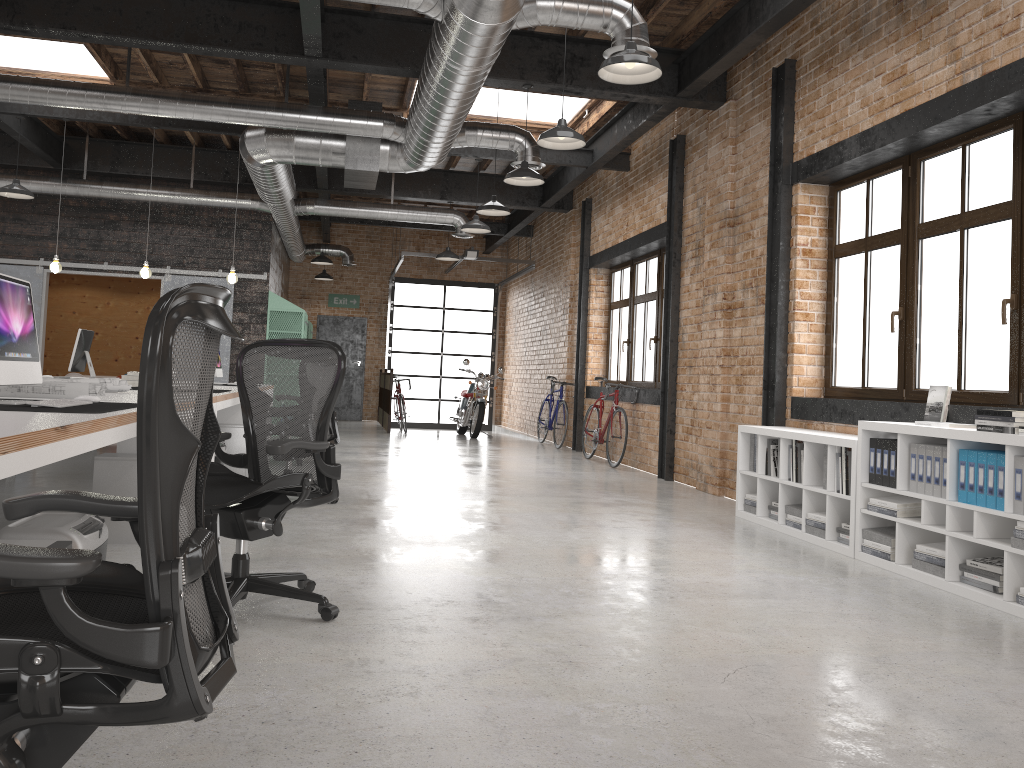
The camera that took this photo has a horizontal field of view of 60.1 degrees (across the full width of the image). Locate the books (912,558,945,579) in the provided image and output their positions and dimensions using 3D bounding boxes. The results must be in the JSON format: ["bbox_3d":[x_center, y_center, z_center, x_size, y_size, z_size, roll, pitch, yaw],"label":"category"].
[{"bbox_3d":[2.251,0.945,4.572,0.217,0.072,0.289,3,0,-11],"label":"books"}]

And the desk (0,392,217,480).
[{"bbox_3d":[-2.482,0.443,2.744,2.311,0.771,5.106,3,0,-11],"label":"desk"}]

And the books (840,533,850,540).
[{"bbox_3d":[2.101,0.915,5.296,0.163,0.047,0.239,2,0,-11],"label":"books"}]

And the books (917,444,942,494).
[{"bbox_3d":[2.274,0.454,4.703,0.232,0.262,0.062,3,-3,-11],"label":"books"}]

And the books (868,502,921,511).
[{"bbox_3d":[2.166,0.677,4.951,0.219,0.034,0.259,2,0,-11],"label":"books"}]

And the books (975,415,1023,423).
[{"bbox_3d":[2.378,0.167,4.197,0.211,0.023,0.258,2,0,-11],"label":"books"}]

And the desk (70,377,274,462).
[{"bbox_3d":[-3.479,0.380,7.761,2.311,0.771,5.106,3,0,-11],"label":"desk"}]

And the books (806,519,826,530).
[{"bbox_3d":[2.022,0.880,5.604,0.206,0.067,0.275,3,0,-11],"label":"books"}]

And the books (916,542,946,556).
[{"bbox_3d":[2.255,0.850,4.557,0.214,0.052,0.252,2,0,-11],"label":"books"}]

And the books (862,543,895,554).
[{"bbox_3d":[2.147,0.917,4.986,0.219,0.034,0.259,2,0,-11],"label":"books"}]

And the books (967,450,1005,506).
[{"bbox_3d":[2.339,0.458,4.312,0.232,0.262,0.062,3,-3,-11],"label":"books"}]

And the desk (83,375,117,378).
[{"bbox_3d":[-6.152,0.257,14.553,1.998,0.733,0.997,3,-1,-11],"label":"desk"}]

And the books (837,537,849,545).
[{"bbox_3d":[2.104,0.945,5.309,0.184,0.050,0.261,2,0,-11],"label":"books"}]

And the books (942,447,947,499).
[{"bbox_3d":[2.312,0.456,4.512,0.232,0.262,0.062,3,-3,-11],"label":"books"}]

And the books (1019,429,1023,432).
[{"bbox_3d":[2.423,0.216,3.930,0.187,0.014,0.248,2,0,-13],"label":"books"}]

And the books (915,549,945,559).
[{"bbox_3d":[2.254,0.868,4.560,0.219,0.039,0.260,2,0,-11],"label":"books"}]

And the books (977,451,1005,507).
[{"bbox_3d":[2.351,0.459,4.248,0.232,0.262,0.062,3,-3,-11],"label":"books"}]

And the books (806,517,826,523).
[{"bbox_3d":[2.028,0.854,5.598,0.219,0.039,0.260,2,0,-11],"label":"books"}]

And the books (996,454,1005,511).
[{"bbox_3d":[2.376,0.460,4.121,0.232,0.262,0.062,3,-3,-11],"label":"books"}]

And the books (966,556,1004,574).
[{"bbox_3d":[2.351,0.869,4.252,0.198,0.055,0.239,2,0,-11],"label":"books"}]

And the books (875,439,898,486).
[{"bbox_3d":[2.198,0.449,5.056,0.232,0.262,0.062,3,-3,-11],"label":"books"}]

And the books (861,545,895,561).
[{"bbox_3d":[2.141,0.943,4.993,0.206,0.061,0.274,2,0,-11],"label":"books"}]

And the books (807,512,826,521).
[{"bbox_3d":[2.029,0.836,5.595,0.214,0.052,0.252,2,0,-11],"label":"books"}]

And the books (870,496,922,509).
[{"bbox_3d":[2.167,0.659,4.947,0.214,0.046,0.251,2,0,-11],"label":"books"}]

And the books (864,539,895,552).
[{"bbox_3d":[2.148,0.899,4.983,0.214,0.046,0.251,2,0,-11],"label":"books"}]

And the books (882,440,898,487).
[{"bbox_3d":[2.210,0.450,4.993,0.232,0.262,0.062,3,-3,-11],"label":"books"}]

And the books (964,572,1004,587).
[{"bbox_3d":[2.326,0.929,4.258,0.163,0.047,0.239,2,0,-11],"label":"books"}]

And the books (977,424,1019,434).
[{"bbox_3d":[2.374,0.218,4.194,0.191,0.032,0.258,2,0,-9],"label":"books"}]

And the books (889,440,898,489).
[{"bbox_3d":[2.223,0.450,4.929,0.232,0.262,0.062,3,-3,-11],"label":"books"}]

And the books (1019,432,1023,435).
[{"bbox_3d":[2.422,0.230,3.925,0.187,0.014,0.253,2,0,-11],"label":"books"}]

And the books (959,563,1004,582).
[{"bbox_3d":[2.349,0.902,4.276,0.222,0.055,0.282,2,0,-11],"label":"books"}]

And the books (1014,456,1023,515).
[{"bbox_3d":[2.397,0.462,4.017,0.232,0.262,0.062,3,-3,-11],"label":"books"}]

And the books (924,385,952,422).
[{"bbox_3d":[2.443,0.120,5.085,0.065,0.224,0.160,3,-2,-11],"label":"books"}]

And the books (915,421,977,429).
[{"bbox_3d":[2.311,0.218,4.719,0.174,0.021,0.273,2,0,-11],"label":"books"}]

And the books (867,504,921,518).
[{"bbox_3d":[2.161,0.703,4.957,0.206,0.061,0.274,2,0,-11],"label":"books"}]

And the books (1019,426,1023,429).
[{"bbox_3d":[2.431,0.204,3.930,0.202,0.012,0.251,2,0,-10],"label":"books"}]

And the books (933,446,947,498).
[{"bbox_3d":[2.299,0.455,4.576,0.232,0.262,0.062,3,-3,-11],"label":"books"}]

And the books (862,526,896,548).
[{"bbox_3d":[2.150,0.863,5.003,0.217,0.078,0.291,3,0,-11],"label":"books"}]

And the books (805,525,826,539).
[{"bbox_3d":[2.025,0.932,5.610,0.217,0.072,0.289,3,0,-11],"label":"books"}]

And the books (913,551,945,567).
[{"bbox_3d":[2.248,0.894,4.566,0.206,0.067,0.275,3,0,-11],"label":"books"}]

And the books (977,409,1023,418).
[{"bbox_3d":[2.374,0.142,4.207,0.190,0.028,0.239,2,0,-9],"label":"books"}]

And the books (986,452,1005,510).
[{"bbox_3d":[2.364,0.460,4.185,0.232,0.262,0.062,3,-3,-11],"label":"books"}]

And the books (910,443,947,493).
[{"bbox_3d":[2.262,0.453,4.765,0.232,0.262,0.062,3,-3,-11],"label":"books"}]

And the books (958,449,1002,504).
[{"bbox_3d":[2.326,0.457,4.374,0.232,0.262,0.062,3,-3,-11],"label":"books"}]

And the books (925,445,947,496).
[{"bbox_3d":[2.287,0.454,4.640,0.232,0.262,0.062,3,-3,-11],"label":"books"}]

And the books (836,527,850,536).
[{"bbox_3d":[2.123,0.888,5.314,0.222,0.055,0.282,2,0,-11],"label":"books"}]

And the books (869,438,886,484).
[{"bbox_3d":[2.185,0.448,5.118,0.232,0.262,0.062,3,-3,-11],"label":"books"}]

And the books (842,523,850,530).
[{"bbox_3d":[2.125,0.855,5.290,0.198,0.055,0.239,2,0,-11],"label":"books"}]

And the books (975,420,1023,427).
[{"bbox_3d":[2.367,0.190,4.203,0.191,0.023,0.242,2,0,-13],"label":"books"}]
